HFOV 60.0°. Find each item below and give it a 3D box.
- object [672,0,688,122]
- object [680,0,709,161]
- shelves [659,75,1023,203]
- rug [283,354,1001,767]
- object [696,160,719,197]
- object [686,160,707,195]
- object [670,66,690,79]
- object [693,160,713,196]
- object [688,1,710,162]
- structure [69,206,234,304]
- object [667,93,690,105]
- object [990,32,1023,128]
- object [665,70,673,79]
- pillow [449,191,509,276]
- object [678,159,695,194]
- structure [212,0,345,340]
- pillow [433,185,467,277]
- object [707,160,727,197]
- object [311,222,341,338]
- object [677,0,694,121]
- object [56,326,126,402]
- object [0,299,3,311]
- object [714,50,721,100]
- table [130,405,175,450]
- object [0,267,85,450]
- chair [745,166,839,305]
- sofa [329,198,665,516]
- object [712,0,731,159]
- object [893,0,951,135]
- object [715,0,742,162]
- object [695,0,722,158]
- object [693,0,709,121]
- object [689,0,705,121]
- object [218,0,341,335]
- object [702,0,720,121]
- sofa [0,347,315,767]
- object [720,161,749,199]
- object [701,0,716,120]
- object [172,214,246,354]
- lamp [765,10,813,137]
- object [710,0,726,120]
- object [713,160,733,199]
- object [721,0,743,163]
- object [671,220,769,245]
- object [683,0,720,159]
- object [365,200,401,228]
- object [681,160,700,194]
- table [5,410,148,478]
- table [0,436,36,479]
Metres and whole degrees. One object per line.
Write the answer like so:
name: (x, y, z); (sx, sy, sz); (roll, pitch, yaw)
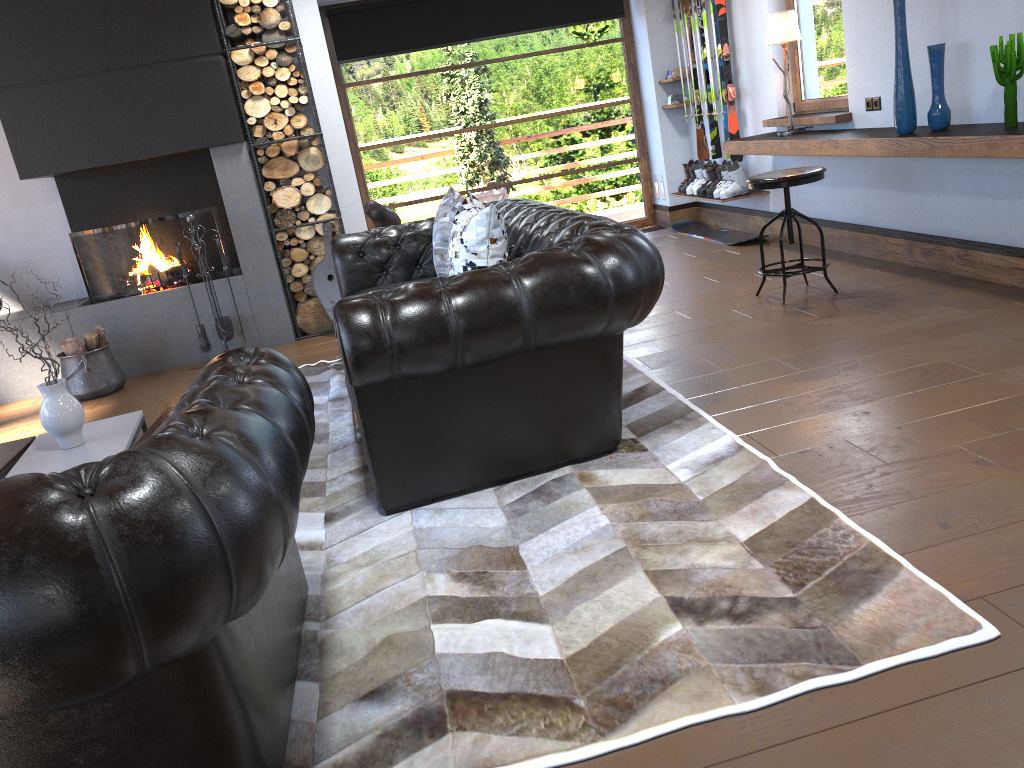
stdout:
object: (1.365, -2.819, 7.417); (0.122, 1.246, 0.058); (-19, 18, -26)
object: (1.533, -2.694, 7.446); (0.116, 1.602, 0.095); (-13, 16, -9)
shelves: (2.147, -1.485, 5.084); (0.614, 0.986, 6.634); (-13, 17, -7)
rug: (-0.465, 0.275, 3.653); (2.441, 0.053, 4.039); (-12, 17, -8)
object: (1.644, -1.712, 7.354); (0.250, 0.270, 0.117); (-7, 16, 10)
object: (1.601, -1.776, 7.591); (0.252, 0.270, 0.116); (-12, 16, -4)
object: (1.497, -2.758, 7.839); (0.190, 0.083, 0.159); (-13, 17, -10)
object: (1.638, -1.749, 7.478); (0.252, 0.270, 0.116); (-12, 16, -4)
object: (1.528, -2.707, 7.544); (0.116, 1.602, 0.095); (-13, 16, -9)
structure: (-2.484, -0.871, 6.104); (0.986, 0.513, 0.183); (-13, 16, -9)
object: (1.516, -2.576, 7.991); (0.186, 0.083, 0.356); (-2, 18, 26)
object: (2.267, -1.377, 4.040); (0.148, 0.409, 0.157); (-24, 21, -38)
object: (1.463, -2.803, 8.009); (0.160, 0.083, 0.189); (-13, 17, -9)
pillow: (-0.154, -0.587, 3.862); (0.284, 0.468, 0.528); (-12, 16, -5)
object: (1.557, -1.837, 7.820); (0.253, 0.270, 0.116); (-16, 17, -18)
structure: (-1.570, -1.659, 6.249); (0.504, 2.610, 0.511); (-13, 16, -8)
pillow: (-0.283, -0.757, 4.506); (0.284, 0.468, 0.528); (-12, 16, -5)
object: (1.701, -1.686, 7.231); (0.251, 0.270, 0.117); (-9, 16, 6)
object: (-1.260, -0.735, 6.222); (0.270, 0.793, 0.261); (-18, 18, -24)
object: (1.429, -2.844, 7.463); (0.059, 1.246, 0.120); (-18, 18, -25)
object: (-2.747, -0.133, 5.741); (0.381, 0.430, 0.387); (-5, 17, 17)
object: (-3.687, -0.634, 6.014); (0.339, 0.454, 0.336); (-6, 17, 16)
object: (1.663, -2.633, 7.108); (0.112, 1.618, 0.073); (-13, 16, -9)
table: (-1.160, 0.304, 3.420); (0.401, 0.349, 0.650); (-11, 16, -3)
object: (-1.743, -0.134, 3.191); (0.406, 0.806, 0.622); (-10, 16, 2)
chair: (1.586, -0.844, 5.041); (0.442, 0.715, 0.441); (-12, 16, -5)
sofa: (-0.184, -0.332, 4.126); (1.245, 0.836, 2.561); (-13, 17, -9)
object: (1.667, -2.612, 7.035); (0.112, 1.618, 0.073); (-13, 16, -9)
object: (2.060, -1.717, 4.490); (0.271, 0.860, 0.113); (1, 20, 35)
object: (1.660, -2.526, 6.811); (0.116, 1.602, 0.095); (-13, 16, -9)
object: (1.592, -2.682, 7.314); (0.112, 1.618, 0.073); (-13, 16, -9)
object: (1.452, -2.716, 7.022); (0.119, 1.246, 0.060); (2, 20, 37)
object: (1.473, -2.785, 7.241); (0.059, 1.246, 0.120); (-18, 18, -25)
object: (-1.577, -1.654, 6.258); (0.496, 2.605, 0.465); (-13, 16, -9)
object: (1.479, -2.660, 6.819); (0.060, 1.246, 0.119); (-24, 21, -40)
sofa: (-1.644, 0.630, 1.792); (2.577, 0.836, 1.237); (-13, 17, -9)
object: (1.730, -1.605, 6.947); (0.253, 0.270, 0.116); (-14, 17, -14)
object: (1.517, -2.727, 7.019); (0.059, 1.246, 0.120); (-18, 18, -25)
object: (-1.999, -0.623, 5.881); (0.304, 1.015, 0.312); (1, 20, 35)
lamp: (2.101, -1.806, 6.104); (0.634, 1.478, 0.246); (-12, 16, -6)
object: (1.577, -2.666, 6.781); (0.119, 1.246, 0.060); (4, 22, 41)
object: (1.706, -1.637, 7.066); (0.253, 0.270, 0.116); (-14, 17, -14)
object: (1.655, -2.539, 6.909); (0.116, 1.602, 0.095); (-13, 16, -9)
object: (1.745, -1.303, 7.576); (0.309, 0.065, 1.621); (-13, 17, -8)
object: (1.525, -2.647, 7.240); (0.256, 1.618, 0.103); (-14, 16, -12)
object: (-0.773, -0.985, 5.452); (0.148, 0.318, 0.251); (-1, 19, 31)
object: (1.577, -1.807, 7.708); (0.252, 0.270, 0.116); (-12, 16, -4)
table: (-1.607, 0.396, 3.381); (0.402, 0.349, 0.648); (-14, 17, -13)
table: (-2.025, 0.499, 3.287); (0.402, 0.349, 0.649); (-13, 17, -8)
